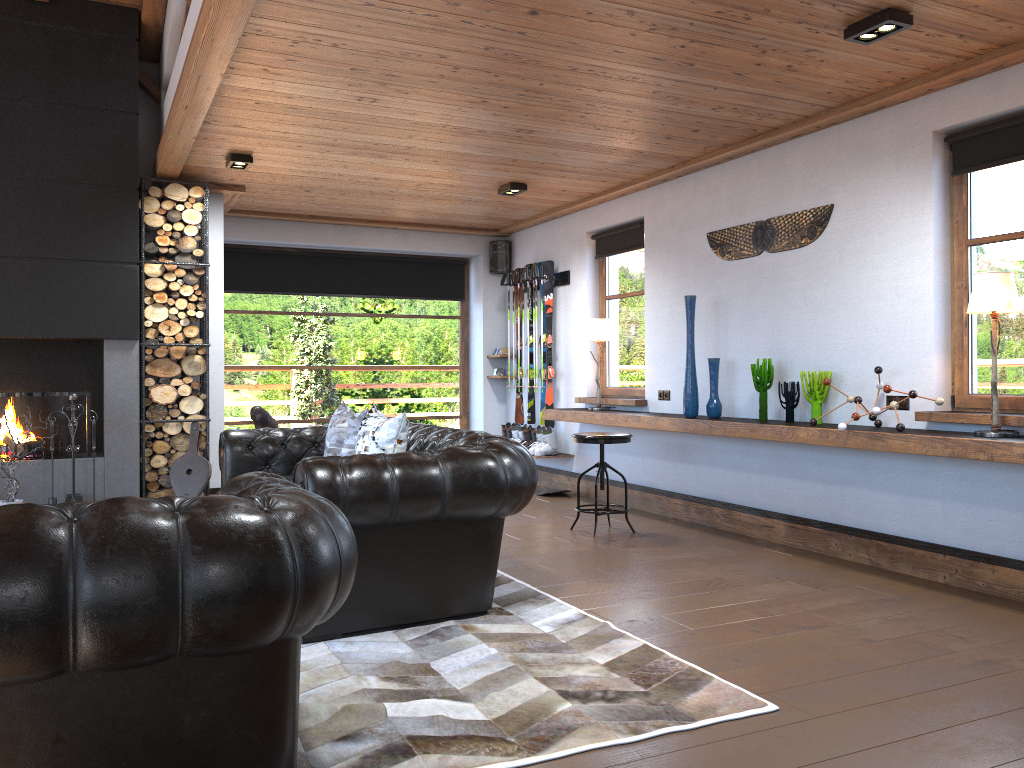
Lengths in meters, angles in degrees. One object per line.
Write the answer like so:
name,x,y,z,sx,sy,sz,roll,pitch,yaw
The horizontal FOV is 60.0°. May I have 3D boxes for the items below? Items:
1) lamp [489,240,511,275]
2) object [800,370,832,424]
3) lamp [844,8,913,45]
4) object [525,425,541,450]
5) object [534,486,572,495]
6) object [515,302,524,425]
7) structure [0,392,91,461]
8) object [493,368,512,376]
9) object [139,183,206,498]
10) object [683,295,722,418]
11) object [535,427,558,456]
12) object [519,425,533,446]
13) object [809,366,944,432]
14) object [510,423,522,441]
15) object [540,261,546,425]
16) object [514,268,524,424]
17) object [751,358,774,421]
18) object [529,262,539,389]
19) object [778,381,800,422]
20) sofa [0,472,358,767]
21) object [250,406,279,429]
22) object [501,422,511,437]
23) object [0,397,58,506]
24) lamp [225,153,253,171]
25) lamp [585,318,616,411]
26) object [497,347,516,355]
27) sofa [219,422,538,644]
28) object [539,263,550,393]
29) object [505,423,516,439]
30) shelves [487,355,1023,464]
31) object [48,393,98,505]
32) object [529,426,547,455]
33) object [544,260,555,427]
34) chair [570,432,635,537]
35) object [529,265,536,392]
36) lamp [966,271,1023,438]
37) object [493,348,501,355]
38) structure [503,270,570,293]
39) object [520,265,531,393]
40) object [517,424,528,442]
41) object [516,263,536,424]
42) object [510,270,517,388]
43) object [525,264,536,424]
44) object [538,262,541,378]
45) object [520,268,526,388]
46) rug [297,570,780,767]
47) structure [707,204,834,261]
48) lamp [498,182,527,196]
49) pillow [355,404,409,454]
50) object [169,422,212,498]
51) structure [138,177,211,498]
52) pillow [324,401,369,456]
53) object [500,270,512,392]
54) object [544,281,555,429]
lamp,-0.126,-1.374,9.617,0.215,0.349,0.211,0,0,-26
object,1.868,0.081,5.434,0.181,0.332,0.200,0,0,24
lamp,1.624,-1.591,3.935,0.157,0.068,0.258,-1,1,-26
object,0.218,0.535,8.635,0.253,0.270,0.116,0,0,-11
object,0.128,1.001,8.839,0.311,0.065,1.608,-1,1,-26
object,0.058,-0.376,9.198,0.116,1.606,0.094,0,0,-26
structure,-3.566,0.319,6.347,0.992,0.514,0.182,0,0,-26
object,-0.093,-0.131,9.561,0.187,0.084,0.353,0,1,10
object,-2.665,-0.235,6.952,0.498,2.612,0.462,0,0,-26
object,1.339,-0.193,6.242,0.272,0.862,0.112,0,0,19
object,0.318,0.538,8.359,0.254,0.270,0.115,0,0,-31
object,0.131,0.535,8.741,0.252,0.270,0.116,0,0,-6
object,2.012,0.075,4.947,0.521,0.349,0.646,0,0,1
object,0.028,0.533,8.966,0.254,0.270,0.115,0,0,-21
object,0.326,-0.404,8.740,0.112,1.622,0.072,0,0,-26
object,0.089,-0.390,9.107,0.116,1.606,0.094,0,0,-26
object,1.634,0.039,5.777,0.157,0.410,0.148,0,0,33
object,0.210,-0.540,8.513,0.120,1.249,0.059,0,0,31
object,1.762,0.114,5.627,0.128,0.260,0.125,0,0,34
sofa,-1.679,0.690,2.162,2.591,0.838,1.227,-1,0,-27
object,-1.725,0.308,6.204,0.148,0.319,0.249,0,0,15
object,-0.073,0.531,9.183,0.254,0.270,0.115,0,0,-36
object,-2.099,0.334,3.649,0.409,0.808,0.616,0,0,-15
lamp,-1.957,-1.598,6.358,0.157,0.068,0.258,-1,1,-26
lamp,0.932,0.175,7.746,0.638,1.481,0.244,0,0,-23
object,-0.051,-0.349,9.475,0.191,0.084,0.158,-1,0,-27
sofa,-0.845,0.657,4.936,1.251,0.838,2.541,0,1,-26
object,0.316,-0.540,8.504,0.120,1.249,0.059,0,0,26
object,-0.024,0.532,9.076,0.254,0.270,0.115,0,0,-21
shelves,1.234,0.206,6.730,0.618,0.988,6.580,0,1,-25
object,-3.059,0.571,6.183,0.305,1.017,0.310,0,0,19
object,0.264,0.537,8.472,0.254,0.270,0.115,0,0,-31
object,0.374,-0.385,8.508,0.116,1.606,0.094,0,0,-26
chair,0.647,0.711,6.354,0.445,0.716,0.437,0,0,-22
object,0.197,-0.542,8.726,0.060,1.249,0.119,0,0,-44
lamp,2.499,0.202,4.405,0.639,1.481,0.243,0,0,-35
object,-0.128,-0.350,9.635,0.161,0.084,0.188,0,1,-27
structure,0.205,-1.018,8.850,0.322,0.135,1.040,-1,1,-26
object,0.132,-0.541,8.709,0.120,1.249,0.059,0,0,21
object,0.093,0.534,8.864,0.254,0.270,0.115,0,0,-21
object,0.135,-0.404,8.902,0.257,1.622,0.103,0,0,-30
object,-0.003,-0.545,9.144,0.060,1.249,0.119,0,0,-44
object,0.181,-0.406,8.997,0.112,1.622,0.072,0,0,-26
object,0.304,-0.404,8.812,0.112,1.622,0.072,0,0,-26
object,0.097,-0.543,8.935,0.060,1.249,0.119,0,0,-44
rug,-1.038,1.058,4.248,2.455,0.053,4.006,-1,1,-25
structure,1.673,-0.994,5.986,0.099,0.240,1.236,0,0,-25
lamp,0.004,-1.618,7.334,0.157,0.068,0.258,-1,1,-26
pillow,-0.718,0.348,4.783,0.286,0.469,0.524,0,0,-23
object,-2.434,0.679,6.707,0.271,0.795,0.260,0,0,-43
structure,-2.655,-0.242,6.946,0.506,2.617,0.507,0,0,-26
pillow,-1.007,0.343,5.391,0.286,0.469,0.524,0,0,-23
object,-0.054,-0.544,9.079,0.122,1.249,0.058,0,0,-44
object,0.343,-0.372,8.600,0.116,1.606,0.094,0,0,-26
